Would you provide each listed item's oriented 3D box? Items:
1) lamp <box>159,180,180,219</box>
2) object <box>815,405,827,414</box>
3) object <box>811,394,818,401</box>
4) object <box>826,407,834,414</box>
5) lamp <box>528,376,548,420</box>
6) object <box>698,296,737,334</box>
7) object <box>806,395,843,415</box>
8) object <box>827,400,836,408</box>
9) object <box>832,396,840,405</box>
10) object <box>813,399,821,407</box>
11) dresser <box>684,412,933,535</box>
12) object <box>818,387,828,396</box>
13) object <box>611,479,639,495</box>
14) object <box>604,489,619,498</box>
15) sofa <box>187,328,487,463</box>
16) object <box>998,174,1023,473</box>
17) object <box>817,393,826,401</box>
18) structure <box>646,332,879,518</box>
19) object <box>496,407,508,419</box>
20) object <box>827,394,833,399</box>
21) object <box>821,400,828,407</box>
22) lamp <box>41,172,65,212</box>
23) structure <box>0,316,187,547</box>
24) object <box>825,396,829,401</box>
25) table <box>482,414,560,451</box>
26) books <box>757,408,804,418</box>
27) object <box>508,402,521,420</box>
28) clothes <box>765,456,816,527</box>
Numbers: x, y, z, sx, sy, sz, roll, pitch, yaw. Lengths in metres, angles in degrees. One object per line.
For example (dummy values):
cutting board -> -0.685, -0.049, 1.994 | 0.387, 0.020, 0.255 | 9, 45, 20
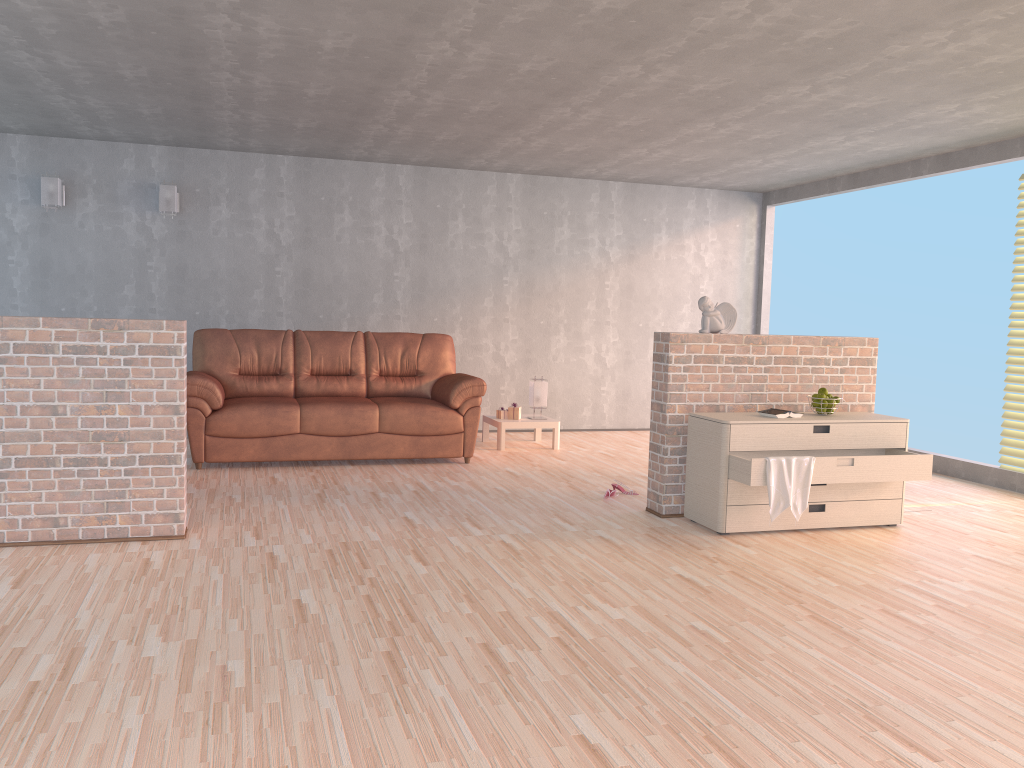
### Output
lamp -> -2.885, -1.548, 7.450 | 0.165, 0.319, 0.177 | 0, 5, -17
object -> 1.760, 0.143, 5.051 | 0.060, 0.055, 0.059 | 4, 5, 28
object -> 1.741, 0.081, 5.080 | 0.049, 0.053, 0.054 | 3, 5, 13
object -> 1.814, 0.149, 5.063 | 0.046, 0.048, 0.048 | -1, 5, -29
lamp -> 0.226, 0.118, 7.715 | 0.140, 0.376, 0.140 | 0, 5, -17
object -> 1.183, -0.401, 5.167 | 0.216, 0.218, 0.131 | 0, 5, -18
object -> 1.783, 0.126, 5.069 | 0.202, 0.104, 0.202 | 0, 5, -24
object -> 1.806, 0.111, 5.023 | 0.057, 0.057, 0.057 | 3, 5, 16
object -> 1.843, 0.093, 5.045 | 0.047, 0.047, 0.046 | 3, 5, 20
object -> 1.733, 0.106, 5.039 | 0.046, 0.044, 0.046 | 0, 5, -21
dresser -> 1.879, 0.495, 4.978 | 1.686, 0.612, 0.605 | 0, 5, -17
object -> 1.777, 0.048, 5.067 | 0.054, 0.056, 0.054 | 0, 5, -17
object -> 0.732, 0.669, 5.746 | 0.188, 0.085, 0.069 | 3, 5, 22
object -> 0.626, 0.687, 5.599 | 0.078, 0.066, 0.192 | 3, 5, 19
sofa -> -1.369, 0.059, 6.810 | 2.202, 0.923, 0.981 | 0, 5, -17
object -> 4.189, -0.243, 4.225 | 0.044, 2.114, 4.372 | 0, 5, -17
object -> 1.749, 0.075, 5.015 | 0.046, 0.045, 0.046 | 0, 5, -18
structure -> 1.514, 0.234, 5.329 | 1.422, 1.057, 0.211 | 0, 5, -17
object -> -0.064, 0.247, 7.678 | 0.080, 0.105, 0.152 | 6, 6, 41
object -> 1.816, 0.078, 5.076 | 0.043, 0.043, 0.039 | -1, 5, -32
object -> 1.766, 0.112, 5.012 | 0.038, 0.040, 0.039 | 1, 4, -9
lamp -> -3.728, -1.552, 7.184 | 0.165, 0.319, 0.168 | 0, 5, -17
structure -> -2.279, 0.214, 4.149 | 1.422, 1.057, 0.211 | 0, 5, -17
object -> 1.779, 0.086, 5.041 | 0.039, 0.038, 0.039 | 3, 5, 12
table -> 0.072, 0.417, 7.734 | 0.548, 0.241, 0.548 | 0, 5, -17
books -> 1.488, 0.161, 4.916 | 0.209, 0.040, 0.146 | -1, 5, -27
object -> 0.023, 0.230, 7.628 | 0.099, 0.147, 0.102 | 3, 5, 11
clothes -> 1.410, 0.551, 4.534 | 0.325, 0.369, 0.097 | 0, 5, -16
